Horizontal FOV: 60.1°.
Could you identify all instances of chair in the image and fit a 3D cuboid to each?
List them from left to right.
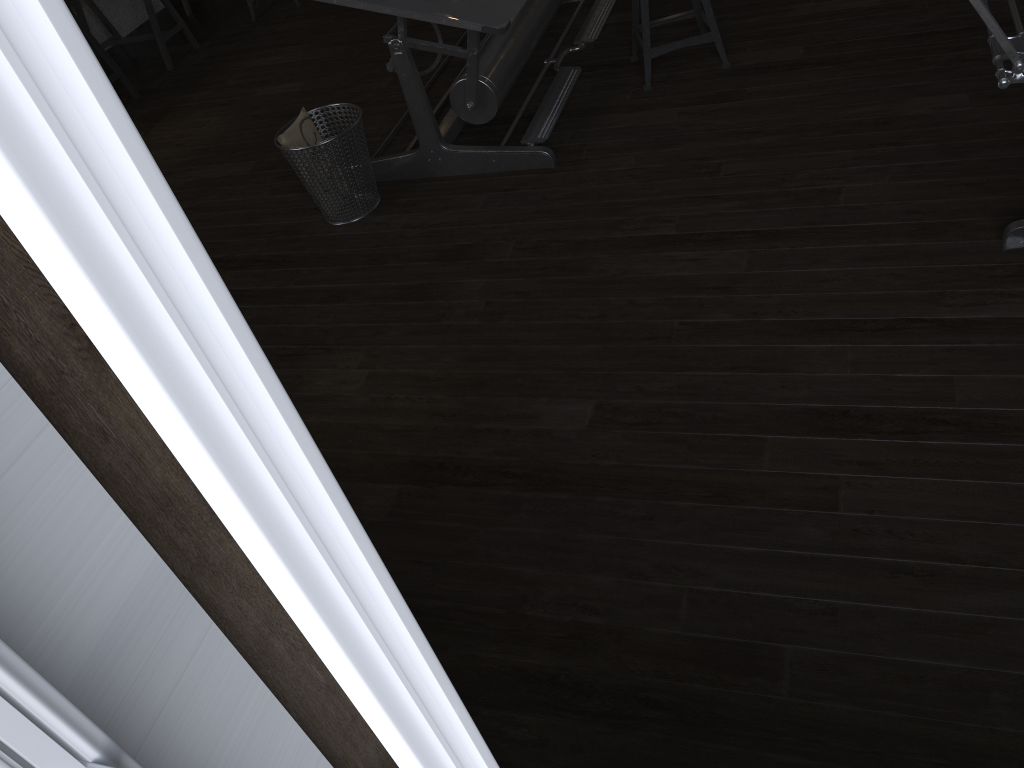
[{"bbox_3d":[-2.308,-1.446,4.686,0.359,0.515,0.380,7,45,28],"label":"chair"},{"bbox_3d":[-1.700,-2.822,6.038,0.358,0.515,0.381,-18,39,2],"label":"chair"},{"bbox_3d":[0.660,-1.576,3.700,0.371,0.515,0.367,-14,39,5],"label":"chair"}]

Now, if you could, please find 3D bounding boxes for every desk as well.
[{"bbox_3d":[-2.832,-1.503,4.840,0.655,0.654,1.709,0,43,22],"label":"desk"},{"bbox_3d":[-2.346,-2.733,6.072,0.655,0.654,1.709,0,43,22],"label":"desk"},{"bbox_3d":[-0.286,-1.878,3.741,1.076,1.354,2.335,0,43,22],"label":"desk"},{"bbox_3d":[1.367,-0.440,1.603,1.171,1.161,1.299,0,43,22],"label":"desk"}]

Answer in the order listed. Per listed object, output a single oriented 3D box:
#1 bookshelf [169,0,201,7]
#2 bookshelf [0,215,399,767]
[{"bbox_3d":[-2.966,-3.010,5.780,0.373,3.131,9.400,0,43,22],"label":"bookshelf"},{"bbox_3d":[-1.493,0.210,1.110,2.473,3.634,0.422,0,43,22],"label":"bookshelf"}]
